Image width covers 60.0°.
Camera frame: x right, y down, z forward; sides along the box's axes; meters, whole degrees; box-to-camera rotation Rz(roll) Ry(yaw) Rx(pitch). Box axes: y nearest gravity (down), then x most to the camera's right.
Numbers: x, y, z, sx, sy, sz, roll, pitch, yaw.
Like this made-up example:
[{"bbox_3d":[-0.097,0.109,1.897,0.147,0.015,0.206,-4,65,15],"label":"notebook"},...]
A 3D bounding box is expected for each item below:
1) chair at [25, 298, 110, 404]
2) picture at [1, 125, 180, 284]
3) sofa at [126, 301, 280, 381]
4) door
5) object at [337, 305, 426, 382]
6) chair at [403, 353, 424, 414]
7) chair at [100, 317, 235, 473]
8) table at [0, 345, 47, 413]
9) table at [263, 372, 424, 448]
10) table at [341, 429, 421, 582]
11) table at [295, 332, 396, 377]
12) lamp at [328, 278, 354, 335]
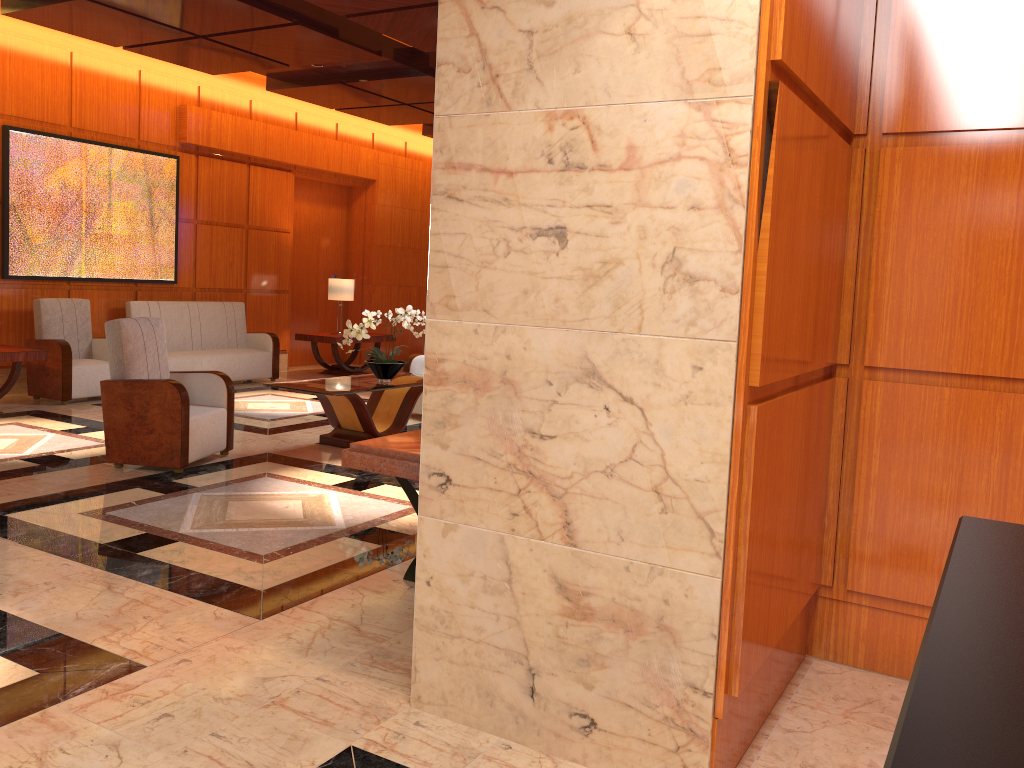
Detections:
[{"bbox_3d":[-4.207,-0.340,8.583,0.629,0.958,0.739,5,6,29],"label":"chair"},{"bbox_3d":[-4.337,-1.799,9.287,0.056,1.448,2.000,5,6,30],"label":"picture"},{"bbox_3d":[-3.499,-0.459,10.039,0.613,0.929,1.802,6,7,30],"label":"sofa"},{"bbox_3d":[-2.744,-1.570,12.633,0.341,2.643,1.502,5,5,30],"label":"door"},{"bbox_3d":[-1.007,-0.332,7.084,0.788,0.615,0.419,3,5,7],"label":"object"},{"bbox_3d":[-0.580,-0.151,8.437,0.629,0.958,0.740,-2,7,-41],"label":"chair"},{"bbox_3d":[-2.327,0.042,6.004,0.629,0.958,0.740,3,5,9],"label":"chair"},{"bbox_3d":[-4.721,-0.023,7.522,0.726,0.532,1.169,6,7,32],"label":"table"},{"bbox_3d":[-1.141,0.224,7.051,0.724,0.494,1.562,6,7,32],"label":"table"},{"bbox_3d":[-0.110,0.542,4.167,0.727,0.605,1.272,6,7,30],"label":"table"},{"bbox_3d":[-2.219,-0.397,11.858,0.726,0.532,1.169,6,7,32],"label":"table"},{"bbox_3d":[-1.096,-0.260,5.506,0.335,0.732,13.047,2,7,-11],"label":"lamp"}]
